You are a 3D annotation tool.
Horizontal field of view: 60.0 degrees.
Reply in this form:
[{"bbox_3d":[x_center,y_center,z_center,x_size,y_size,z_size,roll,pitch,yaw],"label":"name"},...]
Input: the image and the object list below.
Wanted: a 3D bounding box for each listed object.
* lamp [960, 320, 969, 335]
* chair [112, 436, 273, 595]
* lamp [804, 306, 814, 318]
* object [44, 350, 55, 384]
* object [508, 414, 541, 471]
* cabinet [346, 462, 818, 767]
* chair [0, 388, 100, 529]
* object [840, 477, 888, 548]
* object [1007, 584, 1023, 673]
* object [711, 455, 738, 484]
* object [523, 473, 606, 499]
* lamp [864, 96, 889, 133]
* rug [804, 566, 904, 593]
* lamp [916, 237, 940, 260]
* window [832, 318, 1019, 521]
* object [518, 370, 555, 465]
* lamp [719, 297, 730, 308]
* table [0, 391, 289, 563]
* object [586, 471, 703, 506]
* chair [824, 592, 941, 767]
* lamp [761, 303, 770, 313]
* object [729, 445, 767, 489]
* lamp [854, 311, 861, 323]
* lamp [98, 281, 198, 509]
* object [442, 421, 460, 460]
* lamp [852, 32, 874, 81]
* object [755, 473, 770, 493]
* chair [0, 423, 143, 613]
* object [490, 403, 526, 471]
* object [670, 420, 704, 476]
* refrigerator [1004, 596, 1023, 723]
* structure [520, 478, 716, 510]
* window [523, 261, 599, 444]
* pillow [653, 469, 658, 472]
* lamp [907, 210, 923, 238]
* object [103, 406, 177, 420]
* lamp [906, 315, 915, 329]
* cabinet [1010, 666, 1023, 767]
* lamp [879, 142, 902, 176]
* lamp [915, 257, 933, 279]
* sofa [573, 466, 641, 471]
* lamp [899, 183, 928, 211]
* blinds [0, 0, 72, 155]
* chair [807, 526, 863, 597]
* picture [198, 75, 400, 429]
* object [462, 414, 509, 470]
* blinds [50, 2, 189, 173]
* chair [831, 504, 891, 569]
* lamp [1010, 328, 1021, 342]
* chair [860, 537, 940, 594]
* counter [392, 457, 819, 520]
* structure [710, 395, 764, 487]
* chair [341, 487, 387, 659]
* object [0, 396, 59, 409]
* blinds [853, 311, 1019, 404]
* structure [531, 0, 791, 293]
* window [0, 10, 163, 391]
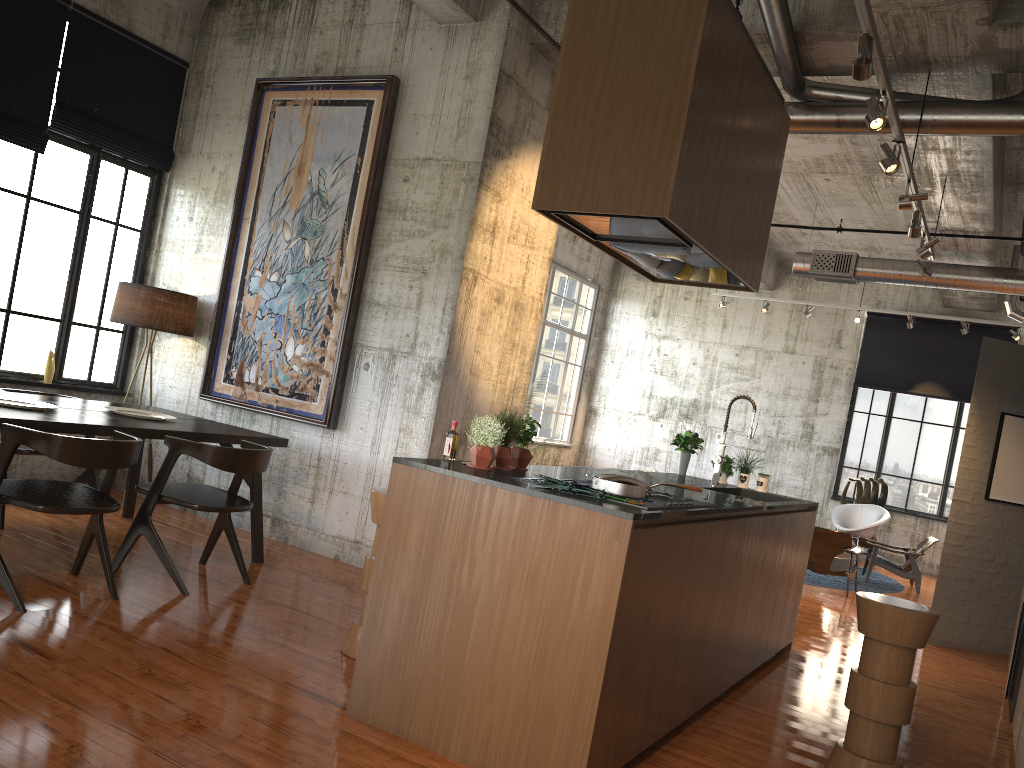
[{"bbox_3d":[7.445,-0.911,14.578,0.165,0.251,0.102,10,0,-16],"label":"lamp"},{"bbox_3d":[-2.164,0.873,6.158,0.767,0.993,0.880,11,0,25],"label":"chair"},{"bbox_3d":[5.290,-1.283,15.824,0.182,0.241,0.102,11,0,24],"label":"lamp"},{"bbox_3d":[-4.309,-0.161,8.270,0.073,0.318,0.074,10,1,-9],"label":"object"},{"bbox_3d":[0.063,0.322,4.969,0.178,0.311,0.173,11,0,35],"label":"object"},{"bbox_3d":[0.890,1.311,5.858,1.242,1.244,4.371,10,-1,29],"label":"cabinet"},{"bbox_3d":[-3.763,0.596,7.101,0.767,0.993,0.880,11,0,29],"label":"chair"},{"bbox_3d":[6.173,2.256,15.659,0.725,1.296,0.457,11,0,41],"label":"object"},{"bbox_3d":[5.010,1.195,7.587,0.857,3.046,0.913,11,1,29],"label":"object"},{"bbox_3d":[1.856,0.741,7.761,0.232,0.258,0.236,11,0,-23],"label":"object"},{"bbox_3d":[0.234,0.459,4.042,0.392,0.068,0.184,11,-1,-15],"label":"object"},{"bbox_3d":[2.177,-1.609,5.296,0.102,0.251,0.165,10,0,-16],"label":"lamp"},{"bbox_3d":[3.515,2.584,13.845,4.853,0.009,4.839,11,-1,-15],"label":"rug"},{"bbox_3d":[3.804,-1.243,8.151,0.198,0.228,0.102,10,0,39],"label":"lamp"},{"bbox_3d":[7.324,0.641,15.819,2.572,3.436,0.051,11,1,29],"label":"window"},{"bbox_3d":[-0.250,0.760,9.667,1.517,2.064,1.883,10,0,-38],"label":"object"},{"bbox_3d":[3.963,-1.513,16.591,0.261,0.211,0.101,11,0,-26],"label":"lamp"},{"bbox_3d":[-3.459,0.620,5.897,1.634,1.006,3.712,10,-1,29],"label":"table"},{"bbox_3d":[0.704,0.517,4.351,0.731,0.120,0.330,11,-1,-26],"label":"object"},{"bbox_3d":[1.903,1.602,4.578,0.410,0.963,0.410,10,0,-31],"label":"chair"},{"bbox_3d":[4.641,-1.393,16.227,0.101,0.228,0.199,11,0,39],"label":"lamp"},{"bbox_3d":[2.030,0.708,7.643,0.363,0.381,0.305,11,0,-27],"label":"object"},{"bbox_3d":[6.024,-1.154,15.435,0.101,0.211,0.261,11,0,24],"label":"lamp"},{"bbox_3d":[-3.541,0.115,8.437,0.750,2.057,0.754,11,1,41],"label":"lamp"},{"bbox_3d":[-0.321,0.300,4.738,0.055,0.208,0.056,11,1,29],"label":"object"},{"bbox_3d":[1.820,-1.684,4.586,0.102,0.215,0.226,11,0,25],"label":"lamp"},{"bbox_3d":[2.134,0.839,7.549,0.107,0.158,0.107,10,0,-26],"label":"object"},{"bbox_3d":[-2.707,0.754,5.252,0.767,0.993,0.880,11,0,29],"label":"chair"},{"bbox_3d":[-0.042,0.270,4.752,0.186,0.367,0.196,10,0,-21],"label":"object"},{"bbox_3d":[1.556,0.566,7.884,0.304,0.502,0.268,10,0,-19],"label":"object"},{"bbox_3d":[4.530,1.090,6.468,1.208,3.051,1.521,11,0,29],"label":"refrigerator"},{"bbox_3d":[0.587,0.561,4.607,0.676,0.019,1.099,10,-1,29],"label":"structure"},{"bbox_3d":[0.486,-0.612,16.662,0.050,3.436,4.293,11,0,29],"label":"window"},{"bbox_3d":[2.563,1.715,15.286,0.535,0.446,0.261,10,0,36],"label":"pillow"},{"bbox_3d":[3.407,-1.333,7.490,0.101,0.241,0.183,11,0,24],"label":"lamp"},{"bbox_3d":[-2.832,0.229,6.751,0.525,0.024,0.528,10,-1,39],"label":"object"},{"bbox_3d":[6.734,-1.035,14.975,0.165,0.251,0.101,10,0,-36],"label":"lamp"},{"bbox_3d":[2.794,0.701,3.528,0.857,3.045,5.355,11,0,29],"label":"cabinet"},{"bbox_3d":[2.570,-1.521,6.020,0.102,0.251,0.164,10,0,-36],"label":"lamp"},{"bbox_3d":[4.129,-1.170,8.855,0.261,0.211,0.101,11,0,-31],"label":"lamp"},{"bbox_3d":[1.973,1.881,14.440,1.358,0.861,3.011,10,-1,31],"label":"sofa"},{"bbox_3d":[3.023,-1.419,6.742,0.260,0.211,0.102,10,0,24],"label":"lamp"},{"bbox_3d":[-4.330,-2.791,7.329,0.051,1.398,1.258,11,0,29],"label":"blinds"},{"bbox_3d":[4.031,2.228,11.496,0.873,0.793,1.046,10,-1,30],"label":"chair"},{"bbox_3d":[-1.987,-1.259,8.096,1.651,3.121,0.142,11,1,29],"label":"picture"},{"bbox_3d":[-0.145,0.289,4.533,0.220,0.283,0.211,11,0,37],"label":"object"},{"bbox_3d":[-3.690,-2.779,8.458,0.052,1.142,1.299,11,0,29],"label":"blinds"},{"bbox_3d":[5.731,2.487,14.767,0.808,1.030,1.055,11,0,-22],"label":"chair"},{"bbox_3d":[8.111,-0.788,14.260,0.103,0.215,0.225,10,0,-20],"label":"lamp"},{"bbox_3d":[5.631,2.556,13.009,1.041,0.793,0.876,10,0,19],"label":"chair"},{"bbox_3d":[0.991,0.759,5.850,1.242,0.174,4.373,10,-1,29],"label":"counter"},{"bbox_3d":[1.794,0.461,6.929,0.360,0.750,0.168,11,1,29],"label":"structure"},{"bbox_3d":[-0.725,1.128,5.267,0.409,0.963,0.411,11,0,8],"label":"chair"},{"bbox_3d":[-3.304,0.124,5.885,0.525,0.024,0.528,10,-1,39],"label":"object"},{"bbox_3d":[7.442,-0.484,15.654,2.437,1.464,0.151,10,0,29],"label":"blinds"},{"bbox_3d":[0.864,-1.219,4.604,0.661,1.126,1.633,11,0,29],"label":"structure"},{"bbox_3d":[-4.588,-1.769,7.423,0.050,3.436,3.821,11,0,29],"label":"window"}]
